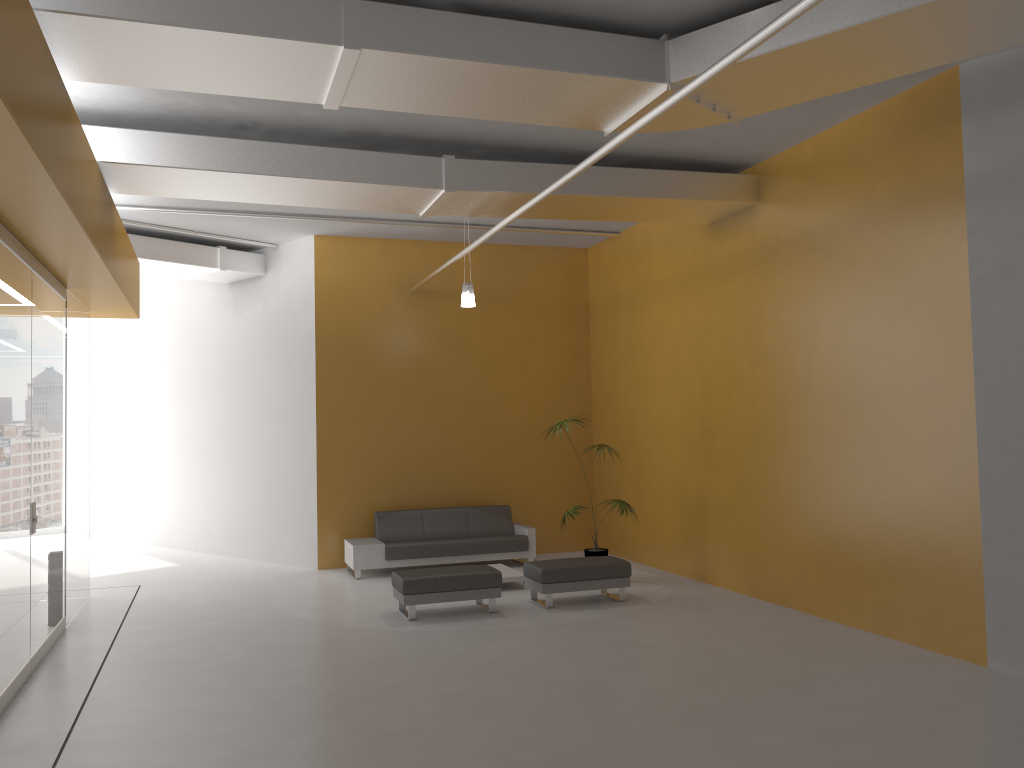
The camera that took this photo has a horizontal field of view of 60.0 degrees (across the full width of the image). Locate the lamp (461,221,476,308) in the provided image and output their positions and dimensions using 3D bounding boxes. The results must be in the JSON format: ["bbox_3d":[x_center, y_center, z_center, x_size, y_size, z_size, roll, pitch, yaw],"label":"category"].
[{"bbox_3d":[-0.532,-1.529,10.520,0.174,1.227,0.174,-2,-3,22],"label":"lamp"}]

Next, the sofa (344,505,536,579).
[{"bbox_3d":[-0.944,2.050,11.679,2.400,0.761,0.860,0,-3,-19],"label":"sofa"}]

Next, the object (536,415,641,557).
[{"bbox_3d":[0.892,1.348,10.411,1.222,1.956,0.912,-2,-3,22],"label":"object"}]

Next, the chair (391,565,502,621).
[{"bbox_3d":[-0.656,2.074,8.887,1.012,0.423,0.575,0,-3,-19],"label":"chair"}]

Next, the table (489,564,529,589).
[{"bbox_3d":[-0.446,2.279,10.370,1.000,0.150,1.000,0,-3,-19],"label":"table"}]

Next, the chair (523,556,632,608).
[{"bbox_3d":[0.685,2.066,9.318,1.012,0.423,0.575,0,-3,-19],"label":"chair"}]
